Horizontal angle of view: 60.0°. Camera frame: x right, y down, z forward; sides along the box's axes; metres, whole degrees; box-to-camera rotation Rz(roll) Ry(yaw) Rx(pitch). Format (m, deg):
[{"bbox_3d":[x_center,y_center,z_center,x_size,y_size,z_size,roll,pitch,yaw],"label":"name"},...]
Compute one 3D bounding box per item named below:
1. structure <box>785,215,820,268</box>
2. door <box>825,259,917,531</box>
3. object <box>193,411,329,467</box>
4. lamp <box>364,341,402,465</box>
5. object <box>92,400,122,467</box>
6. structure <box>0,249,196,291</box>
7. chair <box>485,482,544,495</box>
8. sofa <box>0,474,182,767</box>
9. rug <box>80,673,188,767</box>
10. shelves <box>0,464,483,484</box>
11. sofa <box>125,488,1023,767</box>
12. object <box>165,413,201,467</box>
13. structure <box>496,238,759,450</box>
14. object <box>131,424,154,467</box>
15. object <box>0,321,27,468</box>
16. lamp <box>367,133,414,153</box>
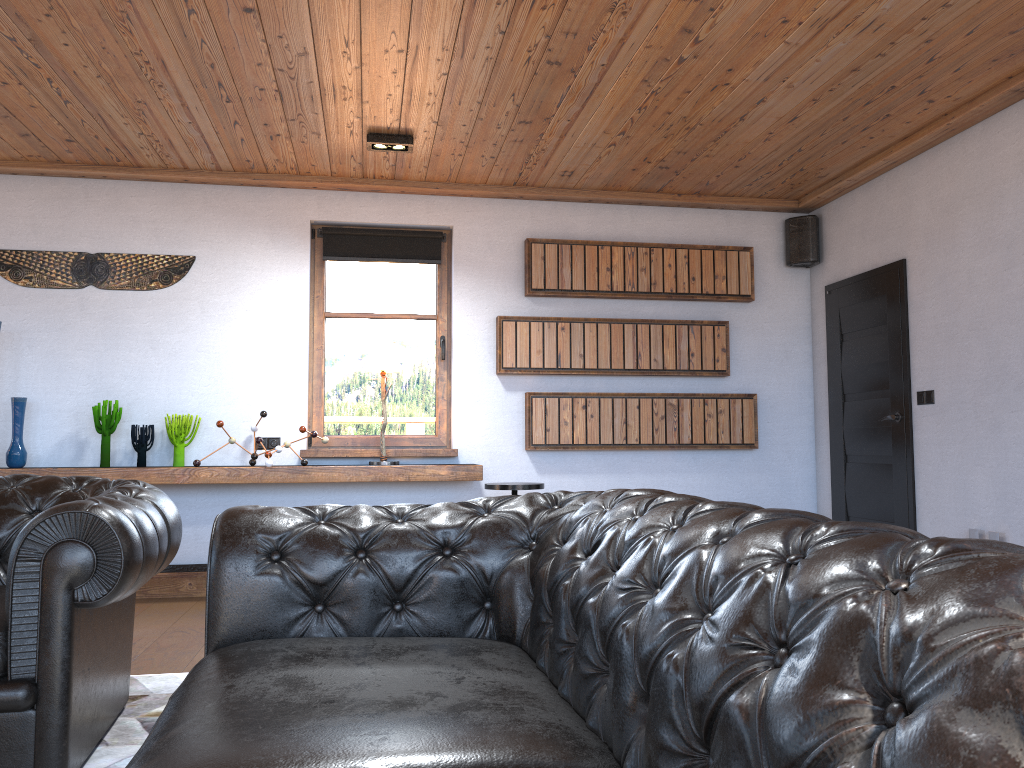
[{"bbox_3d":[2.107,-1.031,6.423,0.214,0.350,0.212,1,-5,-10],"label":"structure"},{"bbox_3d":[2.316,0.300,5.736,0.144,2.057,0.936,1,-5,-9],"label":"door"},{"bbox_3d":[-1.557,0.339,5.545,0.642,0.350,0.524,-1,-4,17],"label":"object"},{"bbox_3d":[-0.891,0.482,5.863,0.248,1.483,0.627,1,-5,-18],"label":"lamp"},{"bbox_3d":[-2.469,0.303,5.394,0.160,0.411,0.144,4,-6,-41],"label":"object"},{"bbox_3d":[-2.656,-0.718,5.573,1.253,0.240,0.098,1,-5,-10],"label":"structure"},{"bbox_3d":[0.016,0.963,5.347,0.394,0.722,0.391,1,-5,-10],"label":"chair"},{"bbox_3d":[-2.405,0.720,2.756,2.577,0.839,1.232,1,-4,-11],"label":"sofa"},{"bbox_3d":[-1.803,1.084,2.364,4.060,0.053,2.420,0,-4,-9],"label":"rug"},{"bbox_3d":[-3.506,0.471,5.237,6.670,0.990,0.609,0,-5,-10],"label":"shelves"},{"bbox_3d":[0.011,0.607,1.257,1.245,0.839,2.552,1,-4,-10],"label":"sofa"},{"bbox_3d":[-2.069,0.350,5.529,0.196,0.332,0.184,-4,-6,40],"label":"object"},{"bbox_3d":[0.798,-0.262,6.273,1.860,1.447,0.319,1,-5,-10],"label":"structure"},{"bbox_3d":[-2.286,0.382,5.472,0.131,0.261,0.122,4,-6,-40],"label":"object"},{"bbox_3d":[-3.004,0.066,5.249,0.110,0.863,0.277,-4,-6,36],"label":"object"},{"bbox_3d":[-0.697,-1.382,5.062,0.262,0.068,0.154,0,-4,-10],"label":"lamp"}]
